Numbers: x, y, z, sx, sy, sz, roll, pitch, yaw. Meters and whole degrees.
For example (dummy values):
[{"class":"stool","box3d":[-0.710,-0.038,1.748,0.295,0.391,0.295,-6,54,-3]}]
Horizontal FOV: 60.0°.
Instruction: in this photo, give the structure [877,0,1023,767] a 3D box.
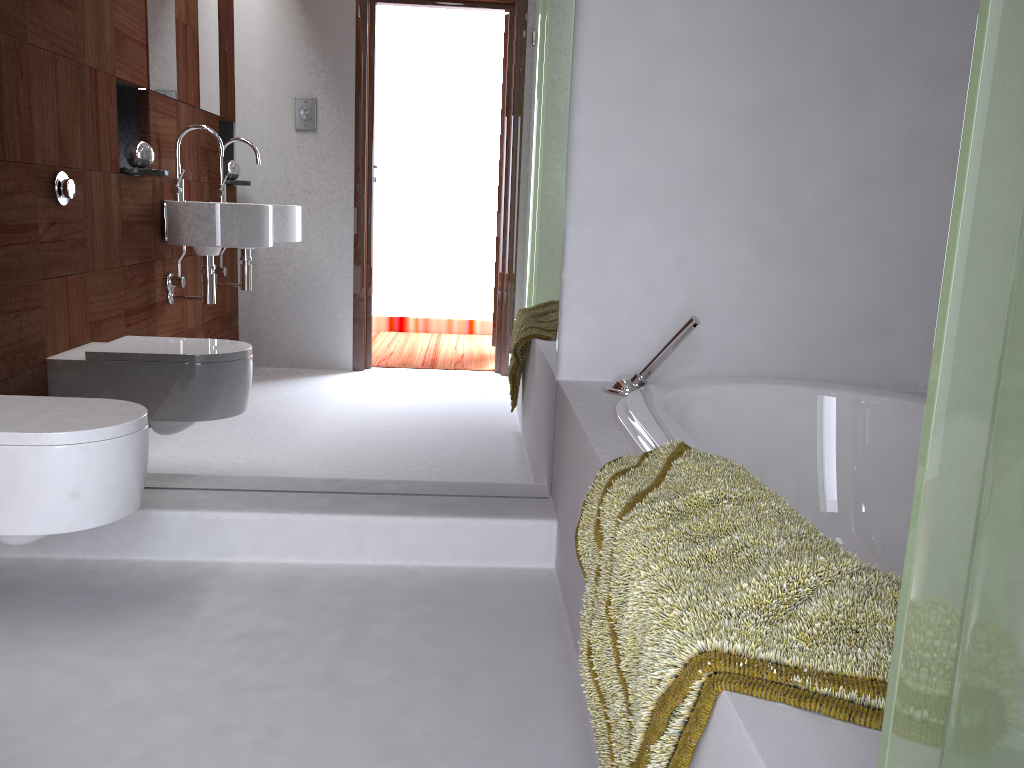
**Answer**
[{"class":"structure","box3d":[0.786,-0.150,0.158,1.015,2.079,0.765,2,11,-3]}]

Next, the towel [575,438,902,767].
[{"class":"towel","box3d":[0.289,0.380,1.192,0.349,0.452,0.890,1,11,-9]}]

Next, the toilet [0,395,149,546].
[{"class":"toilet","box3d":[-1.035,0.197,1.831,0.547,0.284,0.329,2,11,-3]}]

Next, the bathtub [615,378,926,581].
[{"class":"bathtub","box3d":[0.675,0.350,1.538,0.881,0.424,1.683,2,11,-3]}]

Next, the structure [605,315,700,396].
[{"class":"structure","box3d":[0.348,-0.053,2.181,0.239,0.257,0.112,8,12,27]}]

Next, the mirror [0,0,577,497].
[{"class":"mirror","box3d":[-0.566,-0.791,2.144,1.433,2.183,0.019,2,11,-3]}]
